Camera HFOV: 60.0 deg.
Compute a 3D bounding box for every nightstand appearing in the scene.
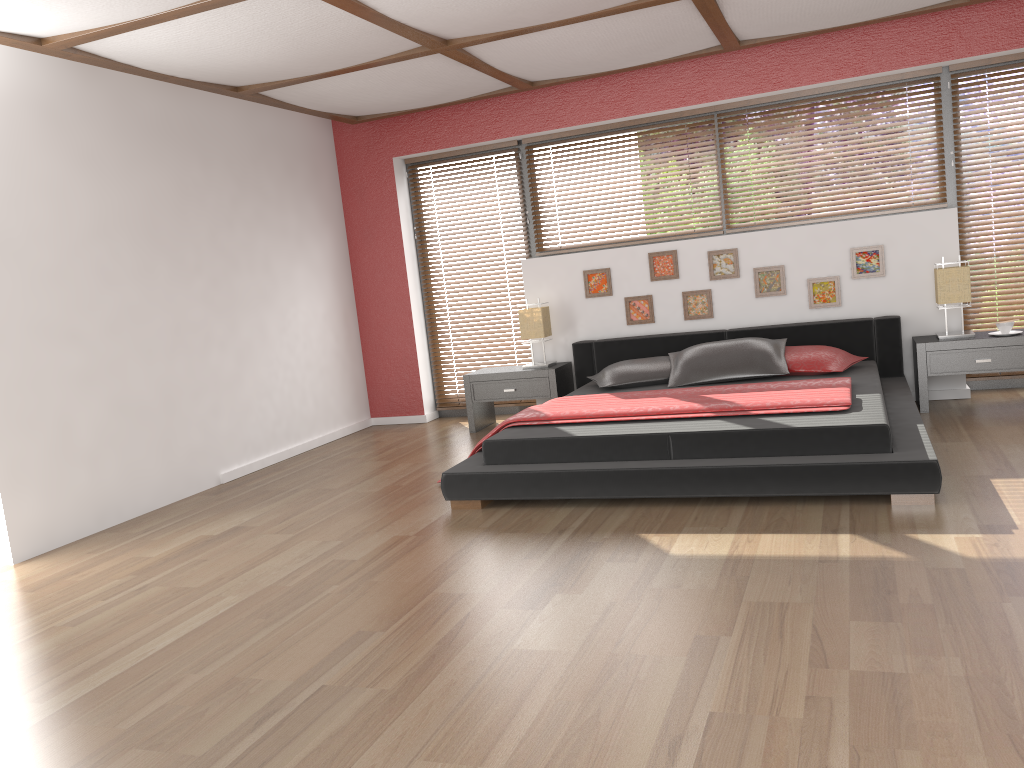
[{"bbox_3d":[2.827,-0.083,5.364,0.700,0.423,0.413,-4,7,21],"label":"nightstand"},{"bbox_3d":[0.062,0.096,6.450,0.700,0.423,0.413,-4,7,21],"label":"nightstand"}]

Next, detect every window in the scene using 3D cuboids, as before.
[{"bbox_3d":[3.359,-1.082,5.646,0.889,1.893,0.020,-4,7,21],"label":"window"},{"bbox_3d":[-0.266,-0.847,7.069,0.889,1.893,0.020,-4,7,21],"label":"window"},{"bbox_3d":[1.488,-1.500,6.291,2.817,0.786,0.020,-4,7,21],"label":"window"}]

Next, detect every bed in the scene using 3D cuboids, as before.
[{"bbox_3d":[0.950,0.091,5.026,2.469,0.577,2.413,-4,7,21],"label":"bed"}]

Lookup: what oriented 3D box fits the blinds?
[{"bbox_3d":[1.525,-0.919,6.299,4.840,1.952,0.032,-4,7,21],"label":"blinds"}]

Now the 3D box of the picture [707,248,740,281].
[{"bbox_3d":[1.441,-0.814,6.039,0.200,0.200,0.010,-4,7,21],"label":"picture"}]

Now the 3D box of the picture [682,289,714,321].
[{"bbox_3d":[1.286,-0.548,6.142,0.200,0.200,0.010,-4,7,21],"label":"picture"}]

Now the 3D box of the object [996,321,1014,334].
[{"bbox_3d":[2.910,-0.330,5.232,0.099,0.069,0.099,-13,9,-43],"label":"object"}]

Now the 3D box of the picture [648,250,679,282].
[{"bbox_3d":[1.057,-0.824,6.184,0.200,0.200,0.010,-4,7,21],"label":"picture"}]

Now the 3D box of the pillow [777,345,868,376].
[{"bbox_3d":[1.746,-0.141,5.463,0.745,0.172,0.418,-1,9,40],"label":"pillow"}]

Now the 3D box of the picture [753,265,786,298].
[{"bbox_3d":[1.729,-0.688,5.950,0.200,0.200,0.010,-4,7,21],"label":"picture"}]

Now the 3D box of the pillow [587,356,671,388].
[{"bbox_3d":[0.880,-0.078,5.746,0.745,0.172,0.418,-7,7,-3],"label":"pillow"}]

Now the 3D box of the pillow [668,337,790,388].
[{"bbox_3d":[1.320,-0.147,5.473,0.744,0.241,0.386,-4,7,17],"label":"pillow"}]

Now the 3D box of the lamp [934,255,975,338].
[{"bbox_3d":[2.680,-0.538,5.389,0.200,0.480,0.200,-4,7,21],"label":"lamp"}]

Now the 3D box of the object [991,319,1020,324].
[{"bbox_3d":[2.896,-0.365,5.214,0.192,0.007,0.007,-8,7,-9],"label":"object"}]

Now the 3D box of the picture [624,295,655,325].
[{"bbox_3d":[0.905,-0.524,6.292,0.200,0.200,0.010,-4,7,21],"label":"picture"}]

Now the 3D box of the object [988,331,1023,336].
[{"bbox_3d":[2.913,-0.298,5.236,0.179,0.012,0.179,-13,9,-43],"label":"object"}]

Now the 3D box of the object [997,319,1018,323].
[{"bbox_3d":[2.911,-0.369,5.231,0.192,0.007,0.007,-8,7,-14],"label":"object"}]

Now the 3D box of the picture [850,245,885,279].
[{"bbox_3d":[2.293,-0.786,5.718,0.200,0.200,0.010,-4,7,21],"label":"picture"}]

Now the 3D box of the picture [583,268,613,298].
[{"bbox_3d":[0.616,-0.724,6.369,0.200,0.200,0.010,-4,7,21],"label":"picture"}]

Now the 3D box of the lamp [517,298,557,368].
[{"bbox_3d":[0.173,-0.375,6.373,0.200,0.480,0.200,-4,7,21],"label":"lamp"}]

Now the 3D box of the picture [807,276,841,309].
[{"bbox_3d":[2.056,-0.602,5.839,0.200,0.200,0.010,-4,7,21],"label":"picture"}]
